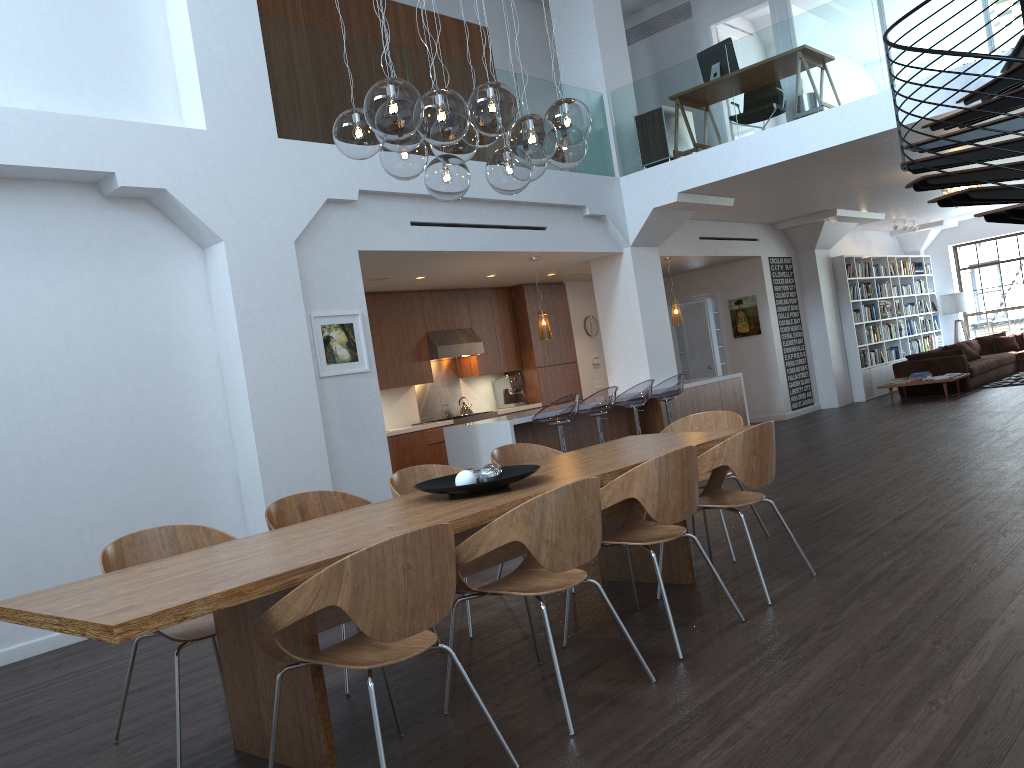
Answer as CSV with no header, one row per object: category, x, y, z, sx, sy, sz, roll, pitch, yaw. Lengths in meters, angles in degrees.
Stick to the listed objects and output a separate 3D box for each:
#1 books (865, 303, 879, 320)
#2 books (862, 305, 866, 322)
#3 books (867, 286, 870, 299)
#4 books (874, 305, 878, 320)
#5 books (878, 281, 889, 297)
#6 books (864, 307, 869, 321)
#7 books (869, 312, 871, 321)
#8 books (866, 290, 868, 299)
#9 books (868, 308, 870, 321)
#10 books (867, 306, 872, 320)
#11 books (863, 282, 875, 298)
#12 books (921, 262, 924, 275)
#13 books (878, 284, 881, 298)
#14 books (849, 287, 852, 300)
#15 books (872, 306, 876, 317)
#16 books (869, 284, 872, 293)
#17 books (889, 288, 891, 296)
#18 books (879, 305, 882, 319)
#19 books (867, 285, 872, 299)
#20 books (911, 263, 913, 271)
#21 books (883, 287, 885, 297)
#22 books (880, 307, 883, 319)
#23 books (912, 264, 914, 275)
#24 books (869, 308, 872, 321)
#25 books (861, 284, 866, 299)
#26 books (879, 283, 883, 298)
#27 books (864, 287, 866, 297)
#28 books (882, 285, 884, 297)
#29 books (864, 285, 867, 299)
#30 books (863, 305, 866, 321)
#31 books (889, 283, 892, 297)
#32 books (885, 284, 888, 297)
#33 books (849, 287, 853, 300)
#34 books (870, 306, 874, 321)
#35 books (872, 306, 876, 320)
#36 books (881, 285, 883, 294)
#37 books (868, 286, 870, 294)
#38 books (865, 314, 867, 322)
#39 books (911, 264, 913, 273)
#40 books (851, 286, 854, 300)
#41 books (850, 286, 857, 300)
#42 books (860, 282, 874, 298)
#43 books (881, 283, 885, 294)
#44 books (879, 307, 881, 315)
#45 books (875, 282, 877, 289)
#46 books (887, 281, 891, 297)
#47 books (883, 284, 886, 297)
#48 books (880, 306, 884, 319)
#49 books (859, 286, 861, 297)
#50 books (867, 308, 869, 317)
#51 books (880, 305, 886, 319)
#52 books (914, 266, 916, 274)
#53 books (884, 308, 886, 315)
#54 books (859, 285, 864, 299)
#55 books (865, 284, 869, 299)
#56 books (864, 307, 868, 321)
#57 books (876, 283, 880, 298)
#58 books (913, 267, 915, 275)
books,6.253,-1.244,15.415,0.176,0.294,0.102,-9,0,42
books,5.836,-1.174,14.958,0.197,0.283,0.065,-9,0,42
books,6.059,-1.561,15.251,0.161,0.223,0.032,-9,0,42
books,6.222,-1.220,15.362,0.182,0.253,0.034,-9,0,42
books,6.654,-1.691,15.929,0.176,0.290,0.053,-9,0,42
books,5.969,-1.176,15.093,0.170,0.245,0.057,-9,0,42
books,6.036,-1.175,15.161,0.161,0.223,0.026,-9,0,42
books,6.001,-1.552,15.204,0.161,0.223,0.033,-9,0,42
books,6.020,-1.173,15.139,0.161,0.223,0.027,-9,0,42
books,6.063,-1.195,15.226,0.182,0.253,0.034,-9,0,42
books,6.210,-1.620,15.434,0.176,0.291,0.053,-9,0,42
books,8.022,-2.268,17.520,0.183,0.253,0.042,-9,0,42
books,6.382,-1.622,15.608,0.174,0.239,0.045,-9,0,42
books,5.549,-1.477,14.680,0.161,0.218,0.101,-9,0,42
books,6.192,-1.215,15.344,0.182,0.253,0.034,-9,0,42
books,6.146,-1.589,15.371,0.160,0.251,0.031,-9,0,42
books,6.735,-1.670,16.005,0.161,0.223,0.026,-9,0,42
books,6.384,-1.245,15.567,0.160,0.251,0.031,-9,0,42
books,6.105,-1.577,15.310,0.174,0.240,0.054,-9,0,42
books,7.619,-2.202,17.070,0.160,0.251,0.031,-9,0,42
books,6.536,-1.638,15.778,0.161,0.223,0.027,-9,0,42
books,6.413,-1.236,15.583,0.161,0.223,0.032,-9,0,42
books,7.648,-2.193,17.087,0.161,0.223,0.032,-9,0,42
books,6.051,-1.182,15.190,0.167,0.230,0.037,-9,0,42
books,5.919,-1.557,15.121,0.180,0.259,0.042,-9,0,42
books,6.446,-1.639,15.683,0.182,0.253,0.034,-9,0,42
books,5.948,-1.558,15.149,0.160,0.251,0.039,-9,0,42
books,6.517,-1.635,15.760,0.161,0.223,0.026,-9,0,42
books,5.977,-1.560,15.176,0.171,0.246,0.039,-9,0,42
books,5.879,-1.184,15.000,0.176,0.290,0.053,-9,0,42
books,6.754,-1.687,16.022,0.159,0.250,0.026,-9,0,42
books,6.611,-1.659,15.868,0.174,0.239,0.045,-9,0,42
books,5.571,-1.487,14.699,0.152,0.232,0.104,-9,0,42
books,6.103,-1.201,15.236,0.182,0.253,0.034,-9,0,42
books,6.171,-1.205,15.310,0.174,0.239,0.045,-9,0,42
books,6.488,-1.634,15.741,0.167,0.230,0.037,-9,0,42
books,6.074,-1.564,15.280,0.161,0.223,0.033,-9,0,42
books,5.911,-1.155,15.031,0.161,0.223,0.027,-9,0,42
books,7.583,-2.214,17.046,0.198,0.284,0.049,-9,0,42
books,5.594,-1.493,14.721,0.172,0.235,0.112,-9,0,42
books,5.645,-1.505,14.786,0.174,0.242,0.105,-9,0,42
books,6.164,-1.609,15.407,0.198,0.284,0.049,-9,0,42
books,6.545,-1.653,15.803,0.159,0.250,0.026,-9,0,42
books,6.349,-1.257,15.542,0.198,0.284,0.049,-9,0,42
books,6.283,-1.632,15.511,0.176,0.294,0.102,-9,0,42
books,6.692,-1.694,15.977,0.197,0.283,0.065,-9,0,42
books,6.574,-1.656,15.833,0.170,0.245,0.057,-9,0,42
books,6.441,-1.249,15.615,0.174,0.240,0.054,-9,0,42
books,5.808,-1.527,14.987,0.174,0.236,0.142,-9,0,43
books,5.995,-1.182,15.125,0.159,0.250,0.026,-9,0,42
books,6.508,-1.266,15.705,0.183,0.253,0.042,-9,0,42
books,7.713,-2.204,17.162,0.161,0.223,0.033,-9,0,42
books,6.536,-1.256,15.731,0.161,0.223,0.033,-9,0,42
books,5.867,-1.546,15.053,0.183,0.253,0.042,-9,0,42
books,6.022,-1.571,15.233,0.183,0.253,0.042,-9,0,42
books,5.938,-1.168,15.053,0.174,0.239,0.045,-9,0,42
books,6.335,-1.621,15.551,0.182,0.253,0.034,-9,0,42
books,7.668,-2.196,17.114,0.161,0.223,0.033,-9,0,42
